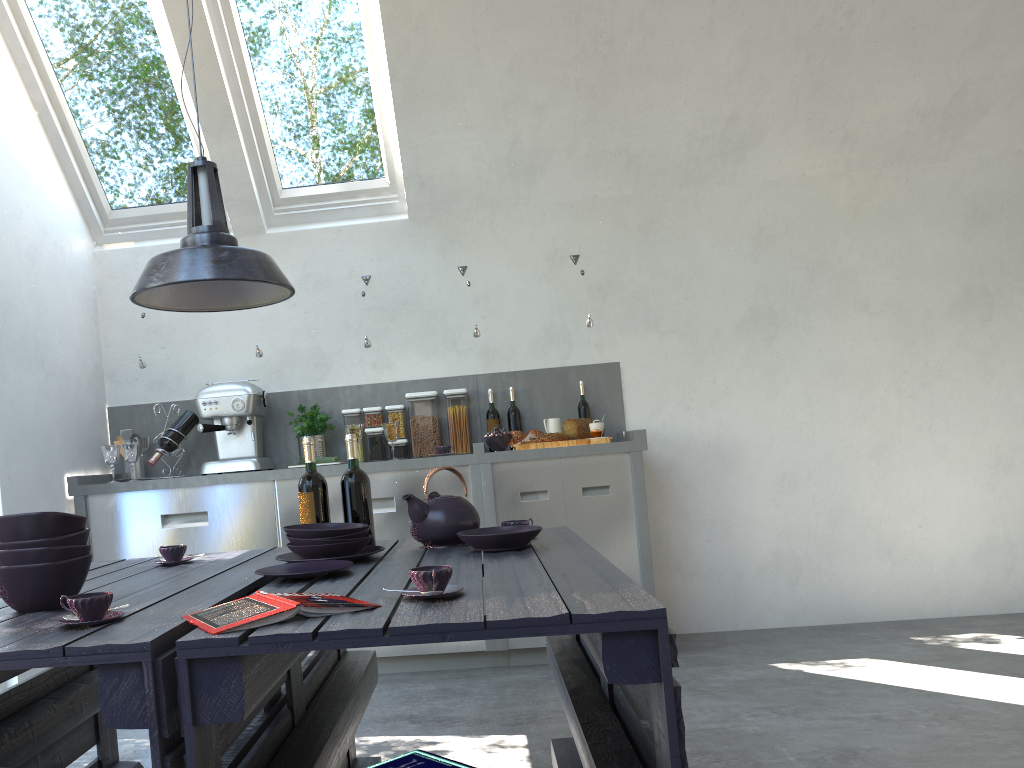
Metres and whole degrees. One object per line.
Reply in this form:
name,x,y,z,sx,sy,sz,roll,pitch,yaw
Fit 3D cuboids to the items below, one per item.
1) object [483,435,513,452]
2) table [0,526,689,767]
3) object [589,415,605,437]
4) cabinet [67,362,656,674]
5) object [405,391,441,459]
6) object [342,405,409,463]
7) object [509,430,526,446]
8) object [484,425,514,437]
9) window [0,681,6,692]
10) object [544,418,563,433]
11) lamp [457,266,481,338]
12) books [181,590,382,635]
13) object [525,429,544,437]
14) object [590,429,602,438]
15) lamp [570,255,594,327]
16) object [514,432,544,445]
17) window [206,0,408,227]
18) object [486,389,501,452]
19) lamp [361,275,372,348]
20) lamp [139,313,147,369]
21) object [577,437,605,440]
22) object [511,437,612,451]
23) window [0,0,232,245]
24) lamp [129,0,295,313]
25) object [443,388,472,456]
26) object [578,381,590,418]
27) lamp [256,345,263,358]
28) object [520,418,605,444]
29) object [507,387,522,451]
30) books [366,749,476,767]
object,-0.065,0.293,4.283,0.138,0.079,0.156,-2,-4,-41
table,-0.548,0.862,2.140,1.615,0.796,1.501,-5,-3,1
object,0.418,0.207,4.311,0.068,0.121,0.078,-4,-2,-44
cabinet,-0.774,0.720,4.527,2.879,1.477,0.563,-5,-1,5
object,-0.470,0.224,4.704,0.176,0.354,0.127,-5,-1,1
object,-0.731,0.274,4.709,0.344,0.294,0.105,-5,-1,4
object,0.019,0.272,4.408,0.127,0.077,0.111,-8,-4,44
object,-0.070,0.243,4.284,0.156,0.095,0.145,-4,-3,-13
window,-2.268,0.427,3.282,0.059,2.126,0.983,-5,-1,-3
object,0.216,0.235,4.450,0.085,0.119,0.085,-5,-2,23
lamp,-0.216,-0.441,4.599,0.058,0.435,0.346,-5,-2,-12
books,-0.422,0.399,1.583,0.288,0.030,0.236,-2,-5,-31
object,0.116,0.269,4.466,0.127,0.077,0.111,-8,-4,44
object,0.409,0.241,4.253,0.057,0.046,0.061,-4,-3,-14
lamp,0.363,-0.491,4.545,0.060,0.436,0.332,-5,-2,-2
object,0.061,0.275,4.414,0.205,0.059,0.192,-6,-4,21
window,-1.004,-1.638,4.229,0.836,1.388,1.475,-5,-2,-1
object,-0.101,0.198,4.680,0.072,0.344,0.073,-5,0,-6
lamp,-0.775,-0.392,4.642,0.060,0.436,0.332,-5,-2,-2
lamp,-1.965,-0.287,4.743,0.060,0.436,0.332,-5,-2,-2
object,0.371,0.264,4.224,0.205,0.003,0.019,-7,-5,27
object,0.237,0.299,4.340,0.474,0.028,0.306,-5,-4,3
window,-1.993,-1.544,4.320,0.836,1.394,1.482,-5,-2,-1
lamp,-0.840,-0.774,2.319,0.435,1.095,0.428,-5,-1,1
object,-0.289,0.209,4.691,0.129,0.354,0.127,-5,-1,0
object,0.383,0.155,4.639,0.063,0.344,0.061,-5,0,4
lamp,-1.354,-0.341,4.695,0.058,0.435,0.346,-5,-2,-12
object,0.243,0.230,4.352,0.431,0.112,0.133,-3,-3,-27
object,0.012,0.188,4.671,0.073,0.344,0.071,-5,0,4
books,-0.156,0.541,1.166,0.192,0.025,0.153,-1,-6,-42
